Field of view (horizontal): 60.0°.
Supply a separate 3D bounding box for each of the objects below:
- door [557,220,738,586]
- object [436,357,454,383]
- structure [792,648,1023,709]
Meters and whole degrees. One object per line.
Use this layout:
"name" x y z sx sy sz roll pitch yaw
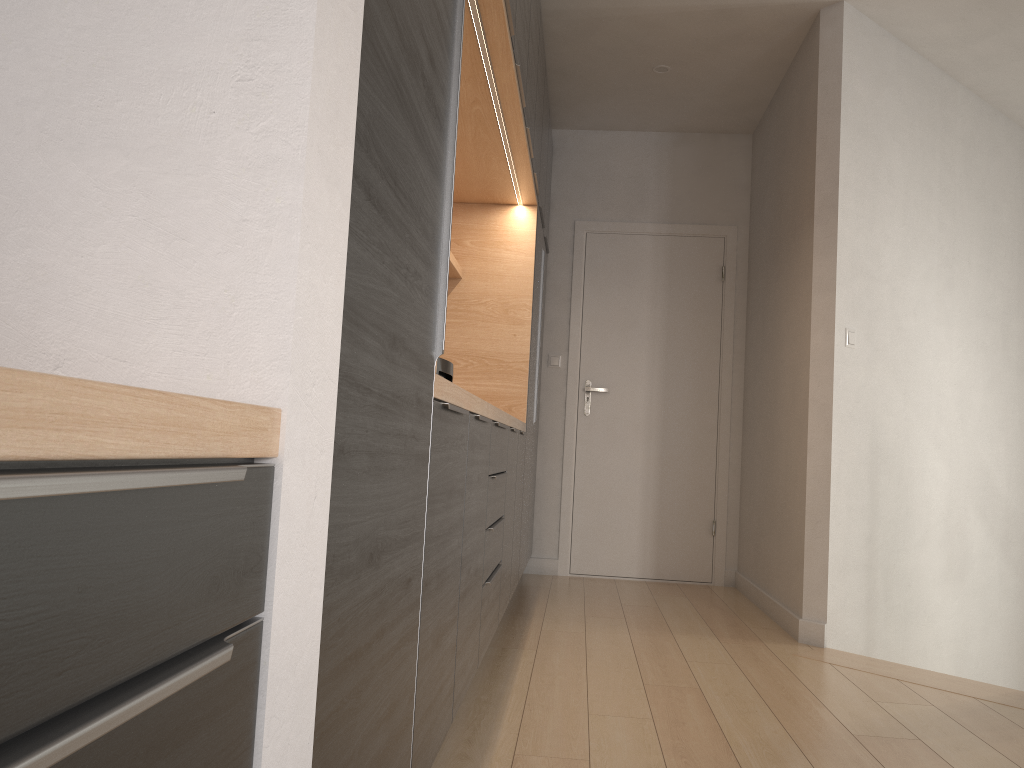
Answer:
"door" 0.809 0.093 5.277 0.974 2.136 0.085 3 -4 5
"object" -0.388 -0.199 1.958 0.584 0.398 0.618 3 -4 5
"structure" 3.438 2.282 2.633 2.823 4.339 4.190 7 -6 -40
